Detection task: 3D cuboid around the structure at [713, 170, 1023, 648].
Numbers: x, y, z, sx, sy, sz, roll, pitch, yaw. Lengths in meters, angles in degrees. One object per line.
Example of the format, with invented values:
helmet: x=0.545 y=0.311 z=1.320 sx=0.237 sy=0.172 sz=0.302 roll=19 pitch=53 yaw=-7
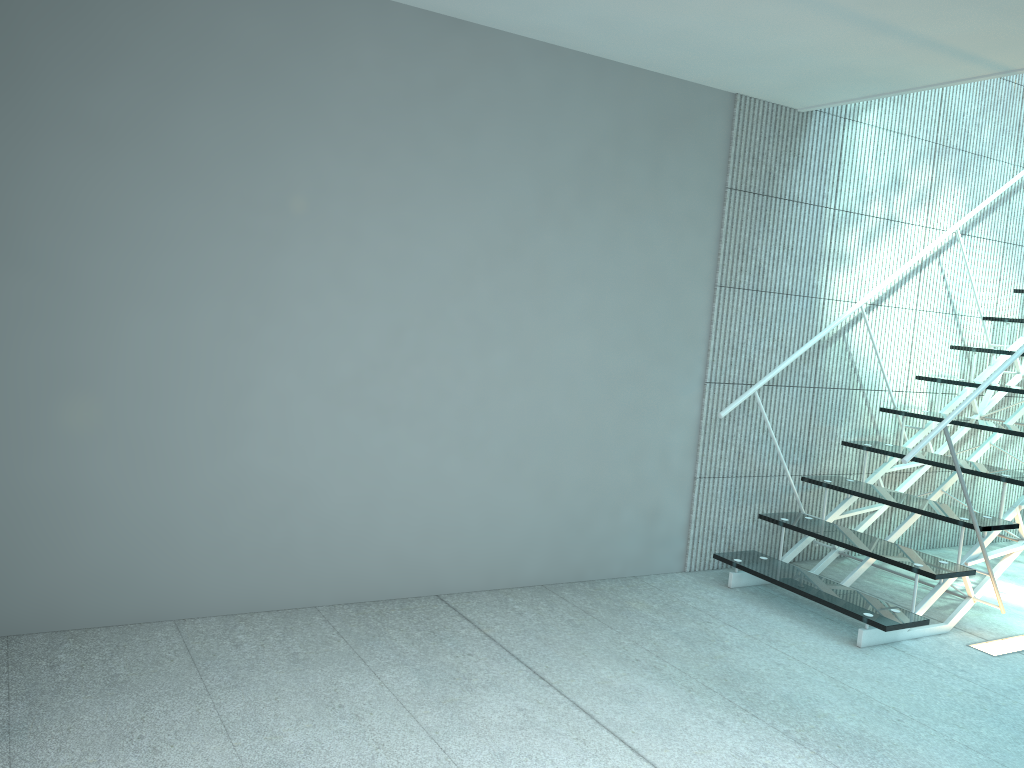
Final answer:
structure: x=2.931 y=-2.000 z=3.527 sx=3.292 sy=5.995 sz=1.916 roll=3 pitch=4 yaw=-30
